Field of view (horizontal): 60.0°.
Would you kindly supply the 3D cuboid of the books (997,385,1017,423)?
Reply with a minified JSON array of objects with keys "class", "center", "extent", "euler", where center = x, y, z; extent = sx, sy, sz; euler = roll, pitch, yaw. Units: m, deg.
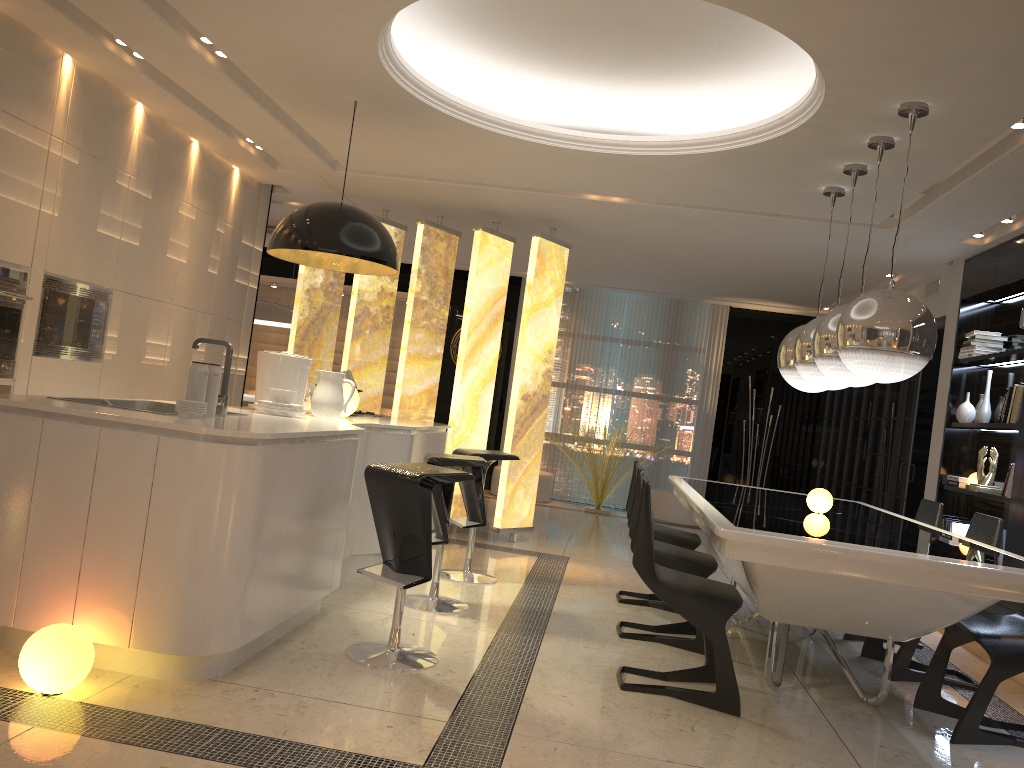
[{"class":"books","center":[3.284,0.143,5.725],"extent":[0.207,0.256,0.245],"euler":[8,-1,6]}]

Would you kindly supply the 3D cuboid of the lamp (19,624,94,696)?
[{"class":"lamp","center":[-1.439,0.868,2.804],"extent":[0.212,0.214,0.213],"euler":[8,-2,-33]}]

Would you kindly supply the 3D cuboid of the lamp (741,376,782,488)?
[{"class":"lamp","center":[2.880,0.825,10.450],"extent":[0.418,1.801,0.200],"euler":[7,-1,7]}]

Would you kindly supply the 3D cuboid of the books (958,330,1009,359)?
[{"class":"books","center":[3.402,-0.269,6.403],"extent":[0.259,0.188,0.302],"euler":[7,-1,14]}]

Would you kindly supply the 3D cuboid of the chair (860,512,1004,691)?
[{"class":"chair","center":[2.153,1.066,4.544],"extent":[0.496,0.858,0.523],"euler":[7,-1,7]}]

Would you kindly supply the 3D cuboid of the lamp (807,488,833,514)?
[{"class":"lamp","center":[1.541,0.585,4.440],"extent":[0.125,0.125,0.125],"euler":[8,-2,-33]}]

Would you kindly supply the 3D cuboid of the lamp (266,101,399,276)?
[{"class":"lamp","center":[-0.913,-1.104,4.840],"extent":[0.710,0.898,0.710],"euler":[7,-1,17]}]

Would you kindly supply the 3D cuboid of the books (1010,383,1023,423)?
[{"class":"books","center":[3.261,0.132,5.518],"extent":[0.212,0.261,0.252],"euler":[7,-1,7]}]

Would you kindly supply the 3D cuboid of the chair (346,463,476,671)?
[{"class":"chair","center":[-0.440,0.732,3.665],"extent":[0.380,0.789,0.380],"euler":[7,-2,40]}]

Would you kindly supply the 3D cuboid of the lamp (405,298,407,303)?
[{"class":"lamp","center":[-1.397,-1.155,12.066],"extent":[0.107,0.127,0.107],"euler":[8,-1,-12]}]

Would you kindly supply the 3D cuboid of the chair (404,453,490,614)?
[{"class":"chair","center":[-0.364,0.765,4.666],"extent":[0.380,0.789,0.380],"euler":[8,-1,-10]}]

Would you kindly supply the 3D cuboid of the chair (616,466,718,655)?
[{"class":"chair","center":[0.836,0.891,4.598],"extent":[0.496,0.858,0.523],"euler":[7,-1,7]}]

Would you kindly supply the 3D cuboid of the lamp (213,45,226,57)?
[{"class":"lamp","center":[-1.468,-1.737,4.528],"extent":[0.107,0.127,0.107],"euler":[8,-1,-12]}]

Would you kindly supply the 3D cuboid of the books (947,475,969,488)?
[{"class":"books","center":[3.277,0.713,6.371],"extent":[0.209,0.073,0.266],"euler":[7,-1,10]}]

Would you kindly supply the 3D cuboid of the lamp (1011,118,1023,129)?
[{"class":"lamp","center":[2.320,-1.241,3.985],"extent":[0.107,0.127,0.271],"euler":[7,-1,7]}]

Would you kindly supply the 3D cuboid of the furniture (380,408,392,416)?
[{"class":"furniture","center":[-1.679,0.744,11.790],"extent":[1.312,0.810,1.107],"euler":[7,-1,7]}]

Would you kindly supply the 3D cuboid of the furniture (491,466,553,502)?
[{"class":"furniture","center":[0.120,1.185,10.604],"extent":[0.735,0.357,0.735],"euler":[7,-1,9]}]

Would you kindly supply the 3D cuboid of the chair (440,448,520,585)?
[{"class":"chair","center":[-0.229,0.803,5.488],"extent":[0.380,0.789,0.380],"euler":[8,-1,-25]}]

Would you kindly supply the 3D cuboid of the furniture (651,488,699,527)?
[{"class":"furniture","center":[1.954,1.424,10.289],"extent":[0.735,0.357,0.735],"euler":[8,-1,-21]}]

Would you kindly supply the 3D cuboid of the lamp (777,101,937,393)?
[{"class":"lamp","center":[1.763,-0.584,4.579],"extent":[0.408,1.226,1.827],"euler":[7,-1,7]}]

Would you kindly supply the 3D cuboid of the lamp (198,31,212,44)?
[{"class":"lamp","center":[-1.487,-1.744,4.365],"extent":[0.107,0.127,0.107],"euler":[8,-1,-12]}]

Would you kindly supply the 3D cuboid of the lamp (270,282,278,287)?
[{"class":"lamp","center":[-3.292,-1.404,12.296],"extent":[0.107,0.127,0.107],"euler":[8,-1,-12]}]

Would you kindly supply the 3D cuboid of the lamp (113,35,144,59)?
[{"class":"lamp","center":[-1.978,-1.803,4.635],"extent":[0.107,0.127,0.270],"euler":[7,-1,7]}]

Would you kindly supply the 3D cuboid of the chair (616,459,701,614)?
[{"class":"chair","center":[0.934,0.923,5.441],"extent":[0.496,0.858,0.523],"euler":[7,-1,7]}]

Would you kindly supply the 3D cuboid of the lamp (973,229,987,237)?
[{"class":"lamp","center":[3.207,-1.073,6.093],"extent":[0.107,0.127,0.107],"euler":[8,-1,-12]}]

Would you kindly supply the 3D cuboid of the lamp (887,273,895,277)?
[{"class":"lamp","center":[3.339,-1.015,7.845],"extent":[0.107,0.127,0.107],"euler":[8,-1,-12]}]

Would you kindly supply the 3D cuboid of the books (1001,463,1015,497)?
[{"class":"books","center":[3.196,0.604,5.518],"extent":[0.182,0.232,0.284],"euler":[7,-1,10]}]

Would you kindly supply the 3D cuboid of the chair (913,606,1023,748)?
[{"class":"chair","center":[2.055,1.034,3.701],"extent":[0.496,0.858,0.523],"euler":[7,-1,7]}]

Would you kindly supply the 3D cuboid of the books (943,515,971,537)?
[{"class":"books","center":[3.229,1.105,6.430],"extent":[0.210,0.270,0.236],"euler":[7,-1,7]}]

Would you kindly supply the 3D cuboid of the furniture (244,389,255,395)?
[{"class":"furniture","center":[-3.556,0.497,12.018],"extent":[1.312,0.810,1.107],"euler":[7,-1,7]}]

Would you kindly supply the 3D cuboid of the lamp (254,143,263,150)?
[{"class":"lamp","center":[-1.781,-1.738,6.320],"extent":[0.107,0.127,0.107],"euler":[8,-1,3]}]

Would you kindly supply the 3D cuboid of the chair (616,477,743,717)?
[{"class":"chair","center":[0.736,0.857,3.737],"extent":[0.496,0.858,0.523],"euler":[7,-1,7]}]

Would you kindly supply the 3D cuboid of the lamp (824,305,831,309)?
[{"class":"lamp","center":[3.612,-0.923,10.197],"extent":[0.107,0.127,0.107],"euler":[8,-1,-12]}]

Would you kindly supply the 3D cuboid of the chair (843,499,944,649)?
[{"class":"chair","center":[2.246,1.097,5.345],"extent":[0.496,0.858,0.523],"euler":[7,-1,7]}]

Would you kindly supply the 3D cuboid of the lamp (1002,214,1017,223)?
[{"class":"lamp","center":[3.155,-1.090,5.647],"extent":[0.107,0.127,0.107],"euler":[8,-1,-12]}]

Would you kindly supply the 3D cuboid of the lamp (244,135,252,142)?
[{"class":"lamp","center":[-1.801,-1.744,6.158],"extent":[0.107,0.127,0.107],"euler":[8,-1,-12]}]

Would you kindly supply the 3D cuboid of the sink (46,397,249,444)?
[{"class":"sink","center":[-1.482,0.168,3.672],"extent":[0.485,0.152,0.738],"euler":[7,-1,7]}]

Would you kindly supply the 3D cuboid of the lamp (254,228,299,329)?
[{"class":"lamp","center":[-2.688,-1.158,9.487],"extent":[1.578,0.995,0.939],"euler":[7,-1,7]}]

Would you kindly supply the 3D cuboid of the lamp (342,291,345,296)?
[{"class":"lamp","center":[-2.339,-1.278,12.180],"extent":[0.107,0.127,0.107],"euler":[8,-1,-12]}]
